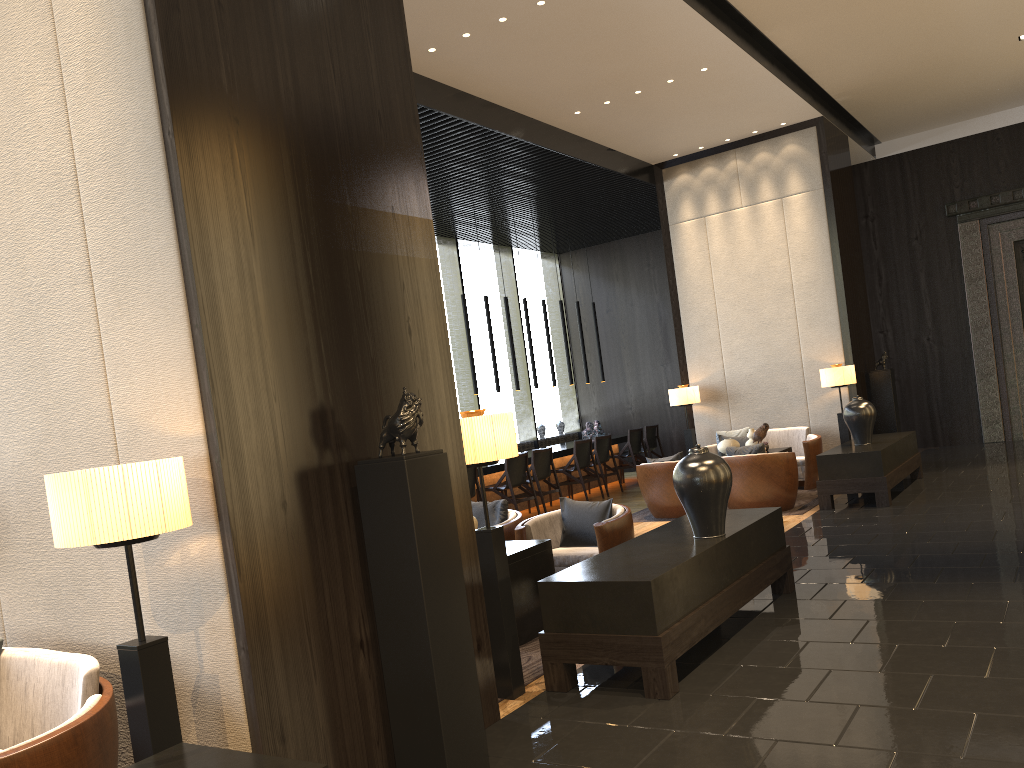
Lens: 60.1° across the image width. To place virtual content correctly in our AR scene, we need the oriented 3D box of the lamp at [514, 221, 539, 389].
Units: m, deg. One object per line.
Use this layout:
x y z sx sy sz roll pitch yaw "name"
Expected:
0.180 -1.135 12.277 0.060 2.424 0.059 -7 2 28 "lamp"

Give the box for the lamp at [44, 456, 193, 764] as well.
-1.076 0.893 2.616 0.374 1.321 0.375 -8 1 -13 "lamp"

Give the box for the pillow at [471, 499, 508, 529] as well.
-0.195 1.033 6.500 0.400 0.363 0.221 -8 1 34 "pillow"

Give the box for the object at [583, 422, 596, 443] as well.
1.136 0.708 13.009 0.207 0.311 0.161 -8 1 13 "object"

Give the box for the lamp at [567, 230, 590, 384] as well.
1.002 -1.208 13.541 0.060 2.424 0.059 -7 2 28 "lamp"

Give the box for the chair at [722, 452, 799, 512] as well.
2.388 0.971 8.717 0.806 0.605 0.603 -8 0 33 "chair"

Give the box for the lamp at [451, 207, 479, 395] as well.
-0.606 -1.066 11.070 0.060 2.424 0.059 -7 2 28 "lamp"

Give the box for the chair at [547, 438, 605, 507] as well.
0.823 1.159 11.715 0.565 0.828 0.523 -7 1 33 "chair"

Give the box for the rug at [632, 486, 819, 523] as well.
2.468 1.290 9.738 2.048 0.008 2.232 -9 -2 33 "rug"

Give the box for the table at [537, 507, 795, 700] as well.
0.912 1.088 4.762 0.622 0.513 1.952 -8 -1 33 "table"

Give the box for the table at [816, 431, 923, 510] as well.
3.650 0.845 8.971 0.622 0.513 1.952 -8 -1 33 "table"

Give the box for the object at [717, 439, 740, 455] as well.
2.411 0.697 9.849 0.245 0.168 0.245 -8 -1 -9 "object"

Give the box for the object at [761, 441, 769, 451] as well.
2.748 0.672 9.625 0.091 0.112 0.091 -8 0 -4 "object"

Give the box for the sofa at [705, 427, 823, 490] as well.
2.931 0.902 10.402 1.454 0.694 0.600 -8 0 33 "sofa"

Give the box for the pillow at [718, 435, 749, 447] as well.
2.683 0.756 10.478 0.473 0.361 0.218 -8 1 30 "pillow"

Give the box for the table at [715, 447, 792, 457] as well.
2.513 1.025 9.759 1.045 0.518 0.573 -8 -1 33 "table"

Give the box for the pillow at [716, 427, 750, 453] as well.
2.681 0.741 10.662 0.433 0.400 0.200 -8 1 12 "pillow"

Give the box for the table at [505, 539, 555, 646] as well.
-0.317 1.276 5.409 1.045 0.518 0.573 -8 -1 33 "table"

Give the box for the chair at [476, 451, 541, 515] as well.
-0.053 1.237 10.369 0.565 0.828 0.523 -7 1 33 "chair"

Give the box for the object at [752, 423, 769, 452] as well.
2.658 0.580 9.508 0.228 0.310 0.174 -8 1 -11 "object"

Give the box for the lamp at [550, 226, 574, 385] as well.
0.726 -1.184 13.118 0.060 2.424 0.059 -7 2 28 "lamp"

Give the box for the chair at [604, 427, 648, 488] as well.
1.699 1.082 13.062 0.565 0.828 0.523 -7 1 33 "chair"

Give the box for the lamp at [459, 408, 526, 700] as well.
-0.096 0.792 4.125 0.374 1.350 0.374 -8 1 -6 "lamp"

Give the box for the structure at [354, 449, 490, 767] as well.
-0.322 0.861 3.215 0.241 1.220 0.239 -7 2 33 "structure"

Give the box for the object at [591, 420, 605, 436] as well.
1.275 0.694 13.216 0.163 0.313 0.210 -8 1 -32 "object"

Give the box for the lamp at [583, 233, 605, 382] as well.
1.283 -1.233 13.973 0.060 2.424 0.059 -7 2 28 "lamp"

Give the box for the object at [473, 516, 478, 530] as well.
-0.286 0.890 5.351 0.170 0.236 0.171 -8 1 -22 "object"

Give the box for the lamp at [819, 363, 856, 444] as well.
3.775 0.447 10.076 0.374 1.353 0.375 -8 1 -9 "lamp"

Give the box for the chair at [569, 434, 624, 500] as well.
1.135 1.132 12.195 0.565 0.828 0.523 -7 1 33 "chair"

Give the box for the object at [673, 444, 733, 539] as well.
1.021 0.564 4.712 0.310 0.493 0.312 -8 1 -38 "object"

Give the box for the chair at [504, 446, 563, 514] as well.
0.259 1.209 10.848 0.565 0.828 0.523 -7 1 33 "chair"

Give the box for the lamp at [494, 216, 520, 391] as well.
-0.080 -1.112 11.877 0.060 2.424 0.059 -7 2 28 "lamp"

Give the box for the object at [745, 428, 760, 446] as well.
2.636 0.615 9.693 0.173 0.257 0.175 -8 1 -37 "object"

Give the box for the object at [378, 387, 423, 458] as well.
-0.404 0.138 3.180 0.177 0.246 0.115 -7 1 33 "object"

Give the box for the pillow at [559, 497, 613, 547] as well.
0.518 0.927 6.029 0.443 0.338 0.204 -8 0 40 "pillow"

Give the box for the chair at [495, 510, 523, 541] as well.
-0.231 1.254 6.408 0.806 0.605 0.603 -8 0 33 "chair"

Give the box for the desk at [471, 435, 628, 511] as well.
-5.908 1.807 2.042 1.786 0.760 28.615 -8 -2 33 "desk"

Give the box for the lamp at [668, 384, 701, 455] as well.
2.230 0.685 11.101 0.373 1.353 0.375 -8 2 -27 "lamp"

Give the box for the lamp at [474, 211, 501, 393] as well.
-0.335 -1.090 11.485 0.060 2.424 0.059 -7 2 28 "lamp"

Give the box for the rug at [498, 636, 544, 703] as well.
-0.324 1.538 5.446 1.965 0.008 2.232 -9 -2 33 "rug"

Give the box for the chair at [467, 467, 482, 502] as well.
-0.617 1.287 9.502 0.565 0.828 0.523 -7 1 33 "chair"

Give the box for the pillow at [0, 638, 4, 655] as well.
-2.108 1.166 3.301 0.433 0.400 0.200 -8 1 12 "pillow"

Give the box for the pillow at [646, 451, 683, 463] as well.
1.582 0.875 9.084 0.443 0.338 0.204 -8 0 40 "pillow"

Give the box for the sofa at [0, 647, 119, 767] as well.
-1.858 1.327 3.040 1.454 0.694 0.600 -8 0 33 "sofa"

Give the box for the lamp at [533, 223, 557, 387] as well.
0.456 -1.160 12.701 0.060 2.424 0.059 -7 2 28 "lamp"

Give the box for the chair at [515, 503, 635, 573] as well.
0.479 1.145 5.937 0.806 0.605 0.603 -8 0 33 "chair"

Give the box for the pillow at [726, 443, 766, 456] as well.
2.295 0.761 8.613 0.400 0.363 0.221 -8 1 34 "pillow"

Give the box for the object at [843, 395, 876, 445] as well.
3.474 0.357 8.831 0.312 0.493 0.310 -7 1 22 "object"

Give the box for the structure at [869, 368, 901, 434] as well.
4.515 0.432 10.650 0.241 1.220 0.239 -7 2 33 "structure"

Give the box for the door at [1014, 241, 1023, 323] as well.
7.482 -0.672 11.625 1.291 2.701 0.051 -7 2 33 "door"

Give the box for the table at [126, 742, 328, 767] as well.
-1.187 1.274 1.536 0.622 0.513 1.952 -8 -1 33 "table"

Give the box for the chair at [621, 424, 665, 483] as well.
2.011 1.054 13.542 0.565 0.828 0.523 -7 1 33 "chair"

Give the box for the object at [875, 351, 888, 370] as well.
4.425 -0.277 10.611 0.162 0.218 0.101 -7 1 21 "object"

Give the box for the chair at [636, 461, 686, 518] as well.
1.679 1.080 9.188 0.806 0.605 0.603 -8 0 33 "chair"

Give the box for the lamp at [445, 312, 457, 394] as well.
-0.857 -1.043 10.684 0.060 2.424 0.059 -7 2 28 "lamp"
